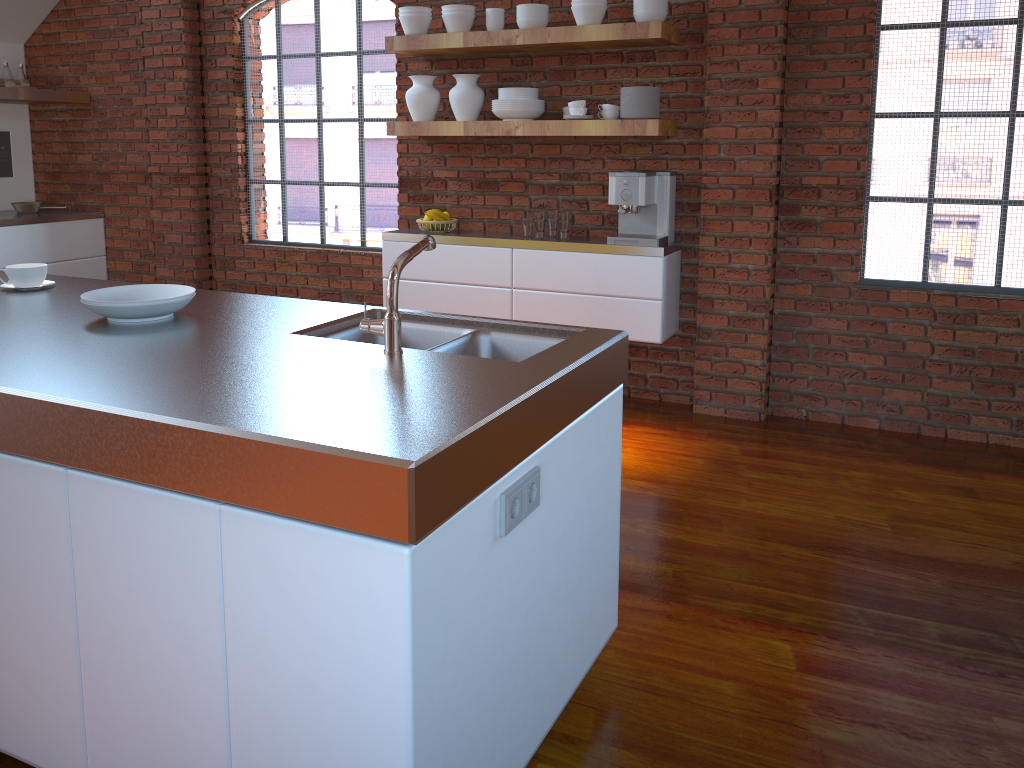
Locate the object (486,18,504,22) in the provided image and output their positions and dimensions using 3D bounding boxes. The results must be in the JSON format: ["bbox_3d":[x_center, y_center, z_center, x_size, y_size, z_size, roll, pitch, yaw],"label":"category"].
[{"bbox_3d":[-0.089,-1.894,4.650,0.099,0.060,0.101,-6,15,-25],"label":"object"}]

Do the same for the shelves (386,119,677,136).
[{"bbox_3d":[0.076,-1.352,4.660,1.542,0.075,0.344,7,17,25],"label":"shelves"}]

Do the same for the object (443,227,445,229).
[{"bbox_3d":[-0.405,-0.913,5.009,0.069,0.068,0.071,8,14,33],"label":"object"}]

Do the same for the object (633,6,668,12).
[{"bbox_3d":[0.670,-1.786,4.263,0.166,0.060,0.169,-7,16,-25],"label":"object"}]

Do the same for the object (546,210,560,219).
[{"bbox_3d":[0.220,-0.874,4.704,0.078,0.102,0.079,-7,13,-34],"label":"object"}]

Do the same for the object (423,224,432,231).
[{"bbox_3d":[-0.473,-0.881,4.931,0.046,0.045,0.056,-7,15,-31],"label":"object"}]

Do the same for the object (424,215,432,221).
[{"bbox_3d":[-0.469,-0.930,4.936,0.045,0.052,0.052,3,12,13],"label":"object"}]

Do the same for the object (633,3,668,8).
[{"bbox_3d":[0.670,-1.799,4.261,0.166,0.060,0.169,-7,16,-25],"label":"object"}]

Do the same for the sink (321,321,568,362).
[{"bbox_3d":[-0.174,-0.009,2.201,0.616,0.195,0.416,7,16,24],"label":"sink"}]

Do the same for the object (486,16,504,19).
[{"bbox_3d":[-0.089,-1.907,4.648,0.099,0.060,0.101,-6,15,-25],"label":"object"}]

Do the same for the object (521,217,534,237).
[{"bbox_3d":[0.085,-0.841,4.726,0.077,0.102,0.080,-1,11,-5],"label":"object"}]

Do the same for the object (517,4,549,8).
[{"bbox_3d":[0.106,-1.915,4.533,0.166,0.060,0.169,5,15,19],"label":"object"}]

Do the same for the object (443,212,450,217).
[{"bbox_3d":[-0.375,-0.954,4.986,0.047,0.045,0.055,-5,14,-23],"label":"object"}]

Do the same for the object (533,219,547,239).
[{"bbox_3d":[0.147,-0.811,4.615,0.078,0.102,0.079,-7,13,-34],"label":"object"}]

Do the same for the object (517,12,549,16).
[{"bbox_3d":[0.106,-1.877,4.539,0.166,0.060,0.169,5,15,19],"label":"object"}]

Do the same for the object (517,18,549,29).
[{"bbox_3d":[0.106,-1.848,4.543,0.166,0.060,0.169,5,15,19],"label":"object"}]

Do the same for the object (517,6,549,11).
[{"bbox_3d":[0.106,-1.902,4.535,0.166,0.060,0.169,5,15,19],"label":"object"}]

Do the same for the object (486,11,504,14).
[{"bbox_3d":[-0.089,-1.932,4.645,0.099,0.060,0.101,-6,15,-25],"label":"object"}]

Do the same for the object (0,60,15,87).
[{"bbox_3d":[-3.419,-2.093,5.954,0.094,0.187,0.094,8,12,37],"label":"object"}]

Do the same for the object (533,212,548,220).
[{"bbox_3d":[0.147,-0.849,4.609,0.078,0.102,0.079,-7,13,-34],"label":"object"}]

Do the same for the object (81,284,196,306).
[{"bbox_3d":[-0.990,-0.217,2.342,0.281,0.054,0.289,-1,15,-3],"label":"object"}]

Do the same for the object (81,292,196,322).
[{"bbox_3d":[-0.990,-0.206,2.343,0.281,0.054,0.289,-1,15,-3],"label":"object"}]

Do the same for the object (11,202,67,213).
[{"bbox_3d":[-3.339,-1.238,6.187,0.348,0.073,0.199,2,15,6],"label":"object"}]

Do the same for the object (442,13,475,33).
[{"bbox_3d":[-0.285,-1.909,4.689,0.181,0.102,0.184,-7,16,-28],"label":"object"}]

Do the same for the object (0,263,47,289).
[{"bbox_3d":[-1.545,-0.342,2.799,0.124,0.068,0.119,3,14,10],"label":"object"}]

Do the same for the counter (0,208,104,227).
[{"bbox_3d":[-3.690,-1.024,5.610,0.717,0.043,2.023,7,17,24],"label":"counter"}]

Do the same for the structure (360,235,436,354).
[{"bbox_3d":[-0.256,-0.214,2.023,0.099,0.243,0.204,5,12,25],"label":"structure"}]

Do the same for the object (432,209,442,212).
[{"bbox_3d":[-0.428,-0.960,4.979,0.069,0.060,0.070,11,16,41],"label":"object"}]

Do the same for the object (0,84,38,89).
[{"bbox_3d":[-3.398,-2.025,6.015,0.196,0.032,0.228,7,16,23],"label":"object"}]

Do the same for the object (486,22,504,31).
[{"bbox_3d":[-0.089,-1.878,4.653,0.099,0.060,0.101,-6,15,-25],"label":"object"}]

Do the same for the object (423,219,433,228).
[{"bbox_3d":[-0.473,-0.912,4.987,0.074,0.074,0.074,0,12,0],"label":"object"}]

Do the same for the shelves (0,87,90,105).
[{"bbox_3d":[-3.714,-1.830,5.498,0.657,0.075,2.017,7,17,24],"label":"shelves"}]

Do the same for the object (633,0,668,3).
[{"bbox_3d":[0.670,-1.823,4.257,0.166,0.060,0.169,-7,16,-25],"label":"object"}]

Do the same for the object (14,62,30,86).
[{"bbox_3d":[-3.376,-2.119,6.053,0.094,0.188,0.095,-4,11,-21],"label":"object"}]

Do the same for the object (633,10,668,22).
[{"bbox_3d":[0.670,-1.770,4.265,0.166,0.060,0.169,-7,16,-25],"label":"object"}]

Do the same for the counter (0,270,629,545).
[{"bbox_3d":[-1.346,-0.132,2.405,3.157,0.127,1.044,7,17,25],"label":"counter"}]

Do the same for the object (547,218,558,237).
[{"bbox_3d":[0.220,-0.837,4.710,0.078,0.102,0.079,-7,13,-34],"label":"object"}]

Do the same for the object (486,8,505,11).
[{"bbox_3d":[-0.089,-1.945,4.643,0.099,0.060,0.101,-6,15,-25],"label":"object"}]

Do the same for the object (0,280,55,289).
[{"bbox_3d":[-1.541,-0.312,2.802,0.155,0.012,0.156,-11,19,-35],"label":"object"}]

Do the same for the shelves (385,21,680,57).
[{"bbox_3d":[0.077,-1.793,4.594,1.542,0.075,0.344,7,17,25],"label":"shelves"}]

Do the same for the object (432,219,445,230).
[{"bbox_3d":[-0.414,-0.899,4.942,0.078,0.064,0.077,-7,15,-30],"label":"object"}]

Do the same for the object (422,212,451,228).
[{"bbox_3d":[-0.409,-0.911,4.901,0.177,0.093,0.065,-7,13,-27],"label":"object"}]

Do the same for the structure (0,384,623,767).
[{"bbox_3d":[-1.345,0.308,2.481,3.133,0.751,1.043,7,15,25],"label":"structure"}]

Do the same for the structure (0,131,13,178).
[{"bbox_3d":[-3.760,-1.625,6.236,0.013,0.328,0.466,4,14,25],"label":"structure"}]

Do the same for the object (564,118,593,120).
[{"bbox_3d":[0.336,-1.342,4.464,0.154,0.012,0.157,-4,16,-14],"label":"object"}]

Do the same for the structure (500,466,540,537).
[{"bbox_3d":[0.008,0.218,1.667,0.033,0.078,0.163,5,15,25],"label":"structure"}]

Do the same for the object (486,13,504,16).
[{"bbox_3d":[-0.089,-1.920,4.646,0.099,0.060,0.101,-6,15,-25],"label":"object"}]

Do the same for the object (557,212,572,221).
[{"bbox_3d":[0.272,-0.839,4.575,0.078,0.102,0.078,9,14,37],"label":"object"}]

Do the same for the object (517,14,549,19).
[{"bbox_3d":[0.106,-1.864,4.541,0.166,0.060,0.169,5,15,19],"label":"object"}]

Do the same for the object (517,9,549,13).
[{"bbox_3d":[0.106,-1.890,4.537,0.166,0.060,0.169,5,15,19],"label":"object"}]

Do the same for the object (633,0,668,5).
[{"bbox_3d":[0.670,-1.812,4.259,0.166,0.060,0.169,-7,16,-25],"label":"object"}]
